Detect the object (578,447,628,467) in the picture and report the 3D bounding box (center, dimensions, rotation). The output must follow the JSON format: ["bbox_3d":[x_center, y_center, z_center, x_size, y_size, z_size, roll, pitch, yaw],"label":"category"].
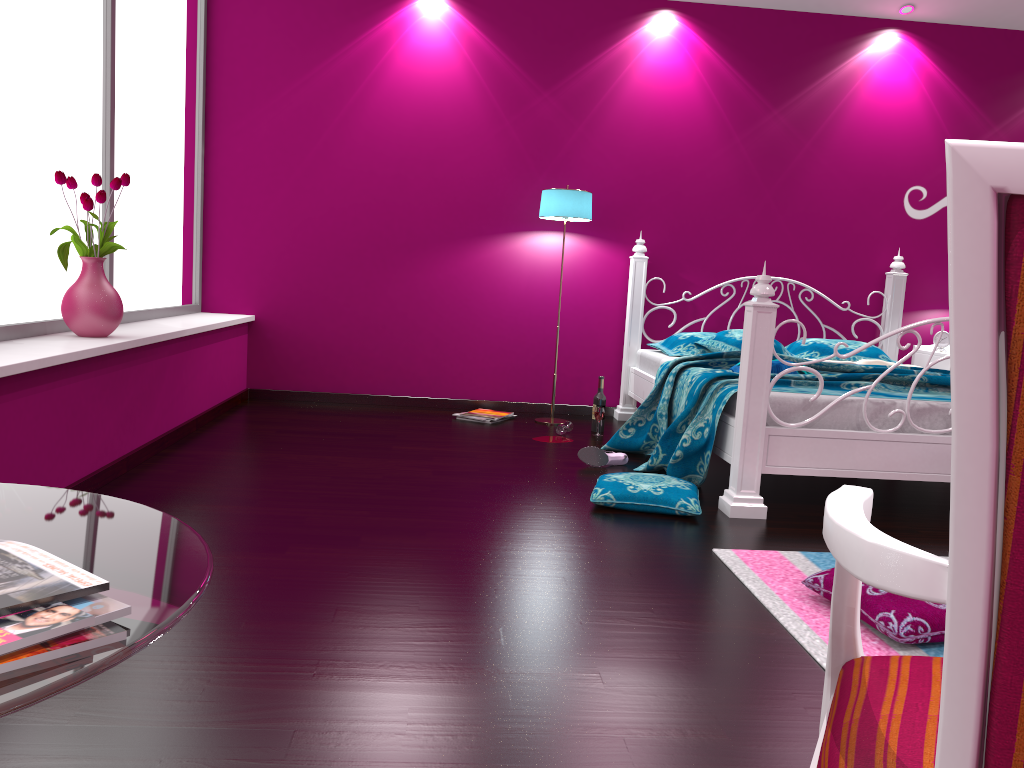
[{"bbox_3d":[0.411,0.324,4.010,0.247,0.086,0.100,2,7,-10],"label":"object"}]

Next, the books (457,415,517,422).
[{"bbox_3d":[-0.141,0.188,5.151,0.220,0.007,0.300,8,8,31],"label":"books"}]

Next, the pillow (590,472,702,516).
[{"bbox_3d":[0.509,0.406,3.358,0.417,0.101,0.401,5,7,12],"label":"pillow"}]

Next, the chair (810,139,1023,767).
[{"bbox_3d":[0.494,0.309,0.679,0.528,0.901,0.511,7,7,26],"label":"chair"}]

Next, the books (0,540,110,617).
[{"bbox_3d":[-0.524,0.175,0.710,0.221,0.020,0.300,9,8,37],"label":"books"}]

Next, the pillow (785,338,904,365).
[{"bbox_3d":[1.915,-0.186,5.182,0.717,0.141,0.401,3,7,-2],"label":"pillow"}]

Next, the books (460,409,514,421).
[{"bbox_3d":[-0.142,0.177,5.142,0.221,0.012,0.300,6,7,19],"label":"books"}]

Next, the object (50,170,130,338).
[{"bbox_3d":[-1.558,-0.482,3.284,0.264,0.614,0.242,-1,8,-36],"label":"object"}]

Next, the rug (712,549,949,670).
[{"bbox_3d":[1.720,0.658,2.170,2.100,0.018,1.400,3,7,-4],"label":"rug"}]

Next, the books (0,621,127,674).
[{"bbox_3d":[-0.491,0.196,0.672,0.220,0.007,0.300,9,9,40],"label":"books"}]

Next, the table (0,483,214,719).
[{"bbox_3d":[-0.687,0.423,0.822,0.771,0.500,0.770,9,9,40],"label":"table"}]

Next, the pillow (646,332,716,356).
[{"bbox_3d":[1.182,-0.223,5.119,0.717,0.141,0.401,2,7,-9],"label":"pillow"}]

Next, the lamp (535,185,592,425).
[{"bbox_3d":[0.272,-0.449,5.067,0.303,1.352,0.303,9,9,40],"label":"lamp"}]

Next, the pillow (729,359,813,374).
[{"bbox_3d":[1.199,-0.052,3.995,0.404,0.127,0.425,4,7,6],"label":"pillow"}]

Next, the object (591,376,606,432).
[{"bbox_3d":[0.484,0.110,4.910,0.070,0.307,0.070,0,8,-27],"label":"object"}]

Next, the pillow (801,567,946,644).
[{"bbox_3d":[1.015,0.542,2.264,0.419,0.107,0.401,1,7,-19],"label":"pillow"}]

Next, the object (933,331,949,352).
[{"bbox_3d":[2.600,-0.266,5.363,0.106,0.140,0.033,3,7,-2],"label":"object"}]

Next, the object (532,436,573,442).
[{"bbox_3d":[0.205,0.287,4.591,0.221,0.007,0.184,-1,8,-31],"label":"object"}]

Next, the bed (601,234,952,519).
[{"bbox_3d":[1.558,-0.180,4.348,2.167,1.143,2.317,3,7,-4],"label":"bed"}]

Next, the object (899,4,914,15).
[{"bbox_3d":[2.337,-2.227,5.252,0.080,0.058,0.085,3,7,-4],"label":"object"}]

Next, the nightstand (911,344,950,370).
[{"bbox_3d":[2.855,0.050,5.324,0.742,0.616,0.455,3,7,-4],"label":"nightstand"}]

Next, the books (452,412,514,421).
[{"bbox_3d":[-0.166,0.180,5.146,0.220,0.007,0.300,8,8,34],"label":"books"}]

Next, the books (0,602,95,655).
[{"bbox_3d":[-0.504,0.186,0.635,0.220,0.007,0.300,7,8,31],"label":"books"}]

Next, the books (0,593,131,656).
[{"bbox_3d":[-0.494,0.188,0.678,0.220,0.007,0.300,8,8,31],"label":"books"}]

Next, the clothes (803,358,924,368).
[{"bbox_3d":[1.933,0.061,4.710,1.036,0.376,0.553,2,7,-9],"label":"clothes"}]

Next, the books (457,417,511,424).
[{"bbox_3d":[-0.152,0.195,5.146,0.220,0.007,0.300,7,7,26],"label":"books"}]

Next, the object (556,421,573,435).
[{"bbox_3d":[0.282,0.239,4.788,0.056,0.056,0.153,6,7,20],"label":"object"}]

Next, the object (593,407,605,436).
[{"bbox_3d":[0.469,0.201,4.788,0.056,0.153,0.056,8,8,34],"label":"object"}]

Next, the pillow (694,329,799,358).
[{"bbox_3d":[1.297,-0.211,4.904,0.404,0.176,0.418,-1,8,-36],"label":"pillow"}]
